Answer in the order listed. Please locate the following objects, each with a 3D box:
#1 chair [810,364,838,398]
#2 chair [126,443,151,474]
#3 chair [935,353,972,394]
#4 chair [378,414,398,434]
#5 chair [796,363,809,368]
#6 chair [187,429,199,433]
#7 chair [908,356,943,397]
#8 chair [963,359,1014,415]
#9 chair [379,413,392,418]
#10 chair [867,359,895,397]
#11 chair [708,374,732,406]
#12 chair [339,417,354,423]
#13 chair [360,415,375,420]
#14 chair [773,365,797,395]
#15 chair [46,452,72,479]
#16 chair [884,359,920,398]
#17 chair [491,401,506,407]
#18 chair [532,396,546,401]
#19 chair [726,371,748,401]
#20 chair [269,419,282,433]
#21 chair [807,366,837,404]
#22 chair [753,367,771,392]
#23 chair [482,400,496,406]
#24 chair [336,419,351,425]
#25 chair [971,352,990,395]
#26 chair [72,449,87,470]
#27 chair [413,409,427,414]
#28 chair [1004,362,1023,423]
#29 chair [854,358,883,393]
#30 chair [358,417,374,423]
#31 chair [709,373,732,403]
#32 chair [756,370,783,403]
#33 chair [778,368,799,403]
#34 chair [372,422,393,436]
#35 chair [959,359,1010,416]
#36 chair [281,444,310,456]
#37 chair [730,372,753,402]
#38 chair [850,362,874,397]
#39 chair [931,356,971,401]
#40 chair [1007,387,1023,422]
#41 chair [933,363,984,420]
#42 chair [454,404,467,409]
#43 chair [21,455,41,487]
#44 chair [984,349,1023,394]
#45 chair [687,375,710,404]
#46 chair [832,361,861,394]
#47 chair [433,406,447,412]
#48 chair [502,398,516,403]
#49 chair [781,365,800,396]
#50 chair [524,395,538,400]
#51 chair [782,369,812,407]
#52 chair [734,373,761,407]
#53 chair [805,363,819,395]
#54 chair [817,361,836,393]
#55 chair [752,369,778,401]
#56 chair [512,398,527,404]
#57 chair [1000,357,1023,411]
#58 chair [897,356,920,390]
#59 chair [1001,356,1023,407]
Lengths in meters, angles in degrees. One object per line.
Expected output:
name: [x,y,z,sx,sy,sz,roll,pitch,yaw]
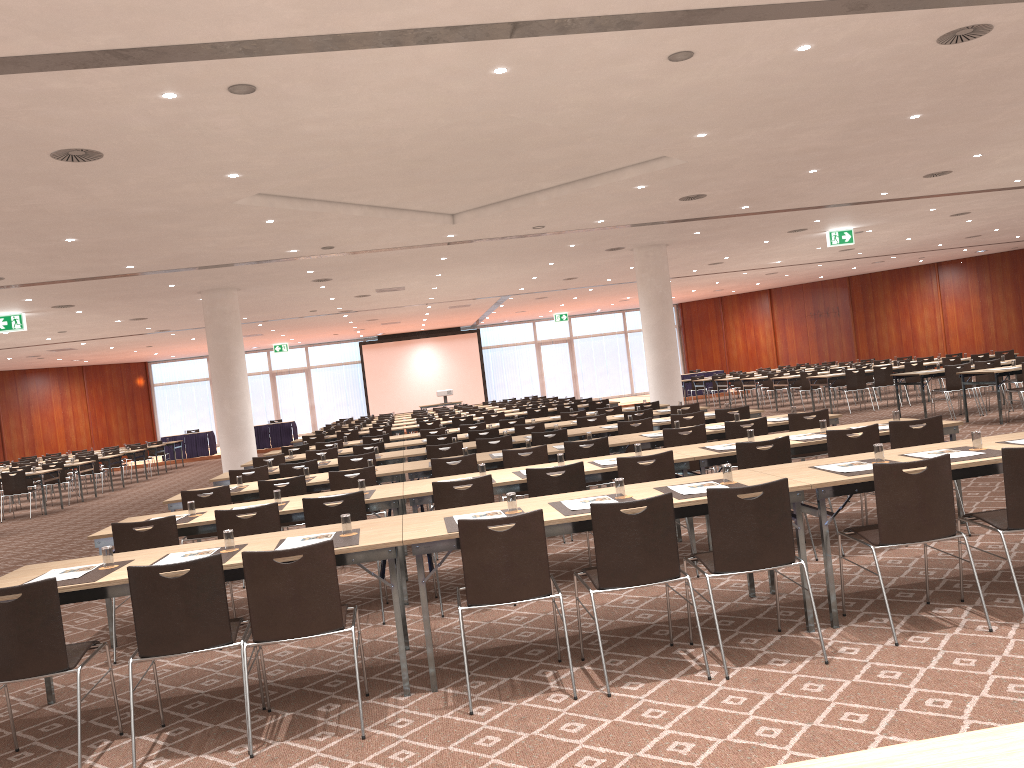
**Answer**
chair: [8.877,-0.092,25.382,0.535,0.939,0.613,-7,1,-5]
chair: [-11.380,2.268,26.900,0.535,0.939,0.613,-7,1,-4]
chair: [10.621,-0.264,21.423,0.535,0.939,0.614,-7,1,-7]
chair: [-3.616,1.368,25.825,0.535,0.939,0.613,-7,1,-4]
chair: [9.598,-0.210,29.357,0.535,0.939,0.614,-7,1,-7]
chair: [-11.276,2.090,31.369,0.535,0.939,0.613,-7,1,-5]
chair: [9.968,-0.188,21.485,0.535,0.939,0.613,-7,1,-5]
chair: [8.381,0.046,15.693,0.535,0.939,0.614,-7,1,-10]
chair: [-3.890,1.383,27.771,0.535,0.939,0.614,-7,1,-9]
chair: [9.690,-0.170,23.325,0.535,0.939,0.613,-7,1,-5]
chair: [6.297,0.196,27.025,0.535,0.939,0.613,-7,1,-4]
chair: [-5.101,1.526,27.660,0.535,0.939,0.613,-7,1,-4]
chair: [-4.470,1.451,27.779,0.535,0.939,0.613,-7,1,-6]
chair: [8.990,-0.139,29.366,0.535,0.939,0.614,-7,1,-10]
chair: [-13.648,2.536,26.625,0.535,0.939,0.614,-7,1,-8]
chair: [9.300,-0.107,21.263,0.535,0.939,0.614,-7,1,-8]
chair: [-0.351,0.981,26.263,0.535,0.939,0.613,-7,1,-5]
chair: [0.826,0.843,26.363,0.535,0.939,0.614,-7,1,-7]
chair: [7.370,0.052,29.229,0.535,0.939,0.613,-7,1,-5]
chair: [-8.418,1.752,31.715,0.535,0.939,0.613,-7,1,-4]
chair: [8.053,0.023,23.127,0.535,0.939,0.614,-7,1,-9]
chair: [8.291,-0.055,29.199,0.535,0.939,0.614,-7,1,-9]
chair: [-0.693,1.006,28.158,0.535,0.939,0.614,-7,1,-8]
chair: [-4.832,1.511,25.720,0.535,0.939,0.614,-7,1,-9]
chair: [10.151,-0.191,19.351,0.535,0.939,0.614,-7,1,-8]
chair: [-12.948,2.453,26.769,0.535,0.939,0.614,-7,1,-9]
chair: [-2.846,1.260,27.933,0.535,0.939,0.613,-7,1,-6]
chair: [7.980,0.111,13.630,0.535,0.939,0.613,-7,1,-4]
chair: [10.155,-0.242,25.396,0.535,0.939,0.613,-7,1,-6]
chair: [-4.185,1.435,25.721,0.535,0.939,0.614,-7,1,-8]
chair: [6.799,0.120,29.100,0.535,0.939,0.614,-7,1,-9]
chair: [7.233,0.103,25.042,0.535,0.939,0.613,-7,1,-6]
chair: [7.811,0.034,25.194,0.535,0.939,0.614,-7,1,-10]
chair: [-2.858,1.328,19.915,0.535,0.939,0.613,-7,1,-6]
chair: [8.315,0.054,15.685,0.535,0.939,0.614,-7,1,-9]
chair: [-3.417,1.440,14.265,0.535,0.939,0.614,-7,1,-8]
chair: [6.962,0.117,27.165,0.535,0.939,0.613,-7,1,-5]
chair: [9.065,-0.097,23.331,0.535,0.939,0.613,-7,1,-5]
chair: [9.570,-0.124,19.422,0.535,0.939,0.614,-7,1,-7]
chair: [8.030,0.105,13.636,0.535,0.939,0.613,-7,1,-6]
chair: [7.785,0.118,15.547,0.535,0.939,0.614,-7,1,-7]
chair: [-1.581,1.110,28.128,0.535,0.939,0.613,-7,1,-5]
chair: [-14.292,2.613,26.465,0.535,0.939,0.614,-7,1,-9]
chair: [10.778,-0.266,19.509,0.535,0.939,0.613,-7,1,-4]
chair: [6.051,0.209,28.928,0.535,0.939,0.613,-7,1,-5]
chair: [9.532,-0.169,25.402,0.535,0.939,0.614,-7,1,-9]
chair: [-2.235,1.188,27.972,0.535,0.939,0.614,-7,1,-8]
chair: [-0.058,0.930,28.313,0.535,0.939,0.614,-7,1,-8]
chair: [8.639,-0.080,27.309,0.535,0.939,0.614,-7,1,-9]
chair: [0.642,0.848,28.320,0.535,0.939,0.613,-7,1,-4]
chair: [7.410,0.098,23.131,0.535,0.939,0.614,-7,1,-9]
chair: [6.632,0.173,25.111,0.535,0.939,0.614,-7,1,-8]
chair: [9.213,-0.148,27.296,0.535,0.939,0.614,-7,1,-7]
chair: [9.795,-0.217,27.508,0.535,0.939,0.613,-7,1,-5]
chair: [7.694,0.032,27.112,0.535,0.939,0.614,-7,1,-8]
chair: [0.248,0.911,26.258,0.535,0.939,0.613,-7,1,-6]
chair: [9.047,-0.032,15.700,0.535,0.939,0.614,-7,1,-7]
chair: [10.373,-0.252,23.549,0.535,0.939,0.614,-7,1,-9]
chair: [9.065,-0.034,15.702,0.535,0.939,0.614,-7,1,-9]
